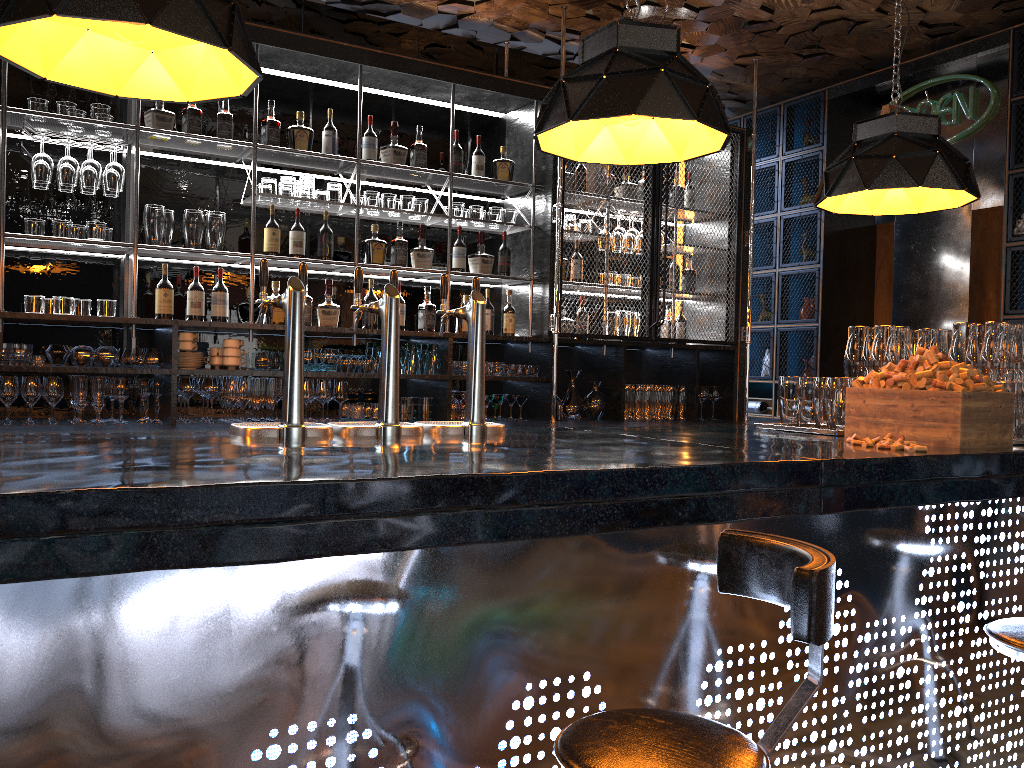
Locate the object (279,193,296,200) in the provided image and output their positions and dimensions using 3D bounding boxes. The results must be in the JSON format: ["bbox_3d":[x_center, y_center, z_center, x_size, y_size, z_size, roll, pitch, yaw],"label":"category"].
[{"bbox_3d":[-1.206,-1.044,4.769,0.089,0.092,0.089,2,1,32],"label":"object"}]

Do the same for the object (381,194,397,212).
[{"bbox_3d":[-0.707,-1.036,5.079,0.089,0.092,0.089,2,1,23],"label":"object"}]

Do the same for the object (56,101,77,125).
[{"bbox_3d":[-2.146,-1.304,4.273,0.089,0.092,0.089,2,1,28],"label":"object"}]

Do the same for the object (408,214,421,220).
[{"bbox_3d":[-0.583,-1.037,5.322,0.089,0.092,0.089,2,1,34],"label":"object"}]

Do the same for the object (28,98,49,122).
[{"bbox_3d":[-2.262,-1.306,4.232,0.089,0.092,0.089,2,1,28],"label":"object"}]

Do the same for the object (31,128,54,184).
[{"bbox_3d":[-2.206,-1.071,4.167,0.092,0.244,0.092,2,1,21],"label":"object"}]

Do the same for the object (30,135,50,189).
[{"bbox_3d":[-2.288,-1.075,4.310,0.092,0.244,0.092,2,1,21],"label":"object"}]

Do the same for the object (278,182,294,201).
[{"bbox_3d":[-1.256,-1.068,4.921,0.089,0.092,0.089,1,1,-4],"label":"object"}]

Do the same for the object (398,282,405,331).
[{"bbox_3d":[-0.668,-0.449,5.186,0.086,0.298,0.086,2,1,19],"label":"object"}]

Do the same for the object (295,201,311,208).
[{"bbox_3d":[-1.178,-1.047,4.995,0.089,0.092,0.089,1,1,-4],"label":"object"}]

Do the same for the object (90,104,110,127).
[{"bbox_3d":[-1.997,-1.301,4.301,0.089,0.092,0.089,2,1,28],"label":"object"}]

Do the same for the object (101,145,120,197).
[{"bbox_3d":[-2.017,-1.071,4.466,0.092,0.244,0.092,2,1,21],"label":"object"}]

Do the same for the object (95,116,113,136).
[{"bbox_3d":[-2.062,-1.305,4.475,0.089,0.092,0.089,2,1,28],"label":"object"}]

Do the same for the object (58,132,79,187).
[{"bbox_3d":[-2.111,-1.069,4.222,0.092,0.244,0.092,2,1,21],"label":"object"}]

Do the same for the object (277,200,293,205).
[{"bbox_3d":[-1.257,-1.047,4.921,0.089,0.092,0.089,1,1,-4],"label":"object"}]

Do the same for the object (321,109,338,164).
[{"bbox_3d":[-1.020,-1.388,4.961,0.086,0.298,0.086,2,1,19],"label":"object"}]

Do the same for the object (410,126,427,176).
[{"bbox_3d":[-0.549,-1.373,5.217,0.083,0.282,0.083,1,1,-30],"label":"object"}]

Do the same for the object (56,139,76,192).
[{"bbox_3d":[-2.193,-1.074,4.365,0.092,0.244,0.092,2,1,21],"label":"object"}]

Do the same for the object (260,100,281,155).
[{"bbox_3d":[-1.302,-1.386,4.784,0.083,0.282,0.083,1,1,-45],"label":"object"}]

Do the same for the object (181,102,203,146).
[{"bbox_3d":[-1.653,-1.385,4.582,0.083,0.282,0.083,1,1,-45],"label":"object"}]

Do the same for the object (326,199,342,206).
[{"bbox_3d":[-0.985,-1.040,4.906,0.089,0.092,0.089,1,1,-4],"label":"object"}]

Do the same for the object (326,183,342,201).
[{"bbox_3d":[-0.984,-1.060,4.906,0.089,0.092,0.089,1,1,-39],"label":"object"}]

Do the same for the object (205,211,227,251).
[{"bbox_3d":[-1.535,-0.783,4.600,0.105,0.209,0.105,2,1,15],"label":"object"}]

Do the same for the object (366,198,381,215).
[{"bbox_3d":[-0.813,-1.041,5.200,0.089,0.092,0.089,2,1,9],"label":"object"}]

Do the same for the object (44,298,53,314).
[{"bbox_3d":[-2.276,-0.374,4.379,0.089,0.092,0.089,2,1,32],"label":"object"}]

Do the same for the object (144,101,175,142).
[{"bbox_3d":[-1.790,-1.385,4.504,0.123,0.279,0.123,1,1,-41],"label":"object"}]

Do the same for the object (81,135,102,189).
[{"bbox_3d":[-2.025,-1.068,4.272,0.092,0.244,0.092,2,1,21],"label":"object"}]

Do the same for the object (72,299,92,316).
[{"bbox_3d":[-2.120,-0.370,4.370,0.089,0.092,0.089,1,1,-19],"label":"object"}]

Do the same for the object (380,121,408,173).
[{"bbox_3d":[-0.682,-1.373,5.125,0.123,0.279,0.123,1,1,-41],"label":"object"}]

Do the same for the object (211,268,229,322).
[{"bbox_3d":[-1.542,-0.464,4.683,0.086,0.298,0.086,2,1,19],"label":"object"}]

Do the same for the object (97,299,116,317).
[{"bbox_3d":[-1.997,-0.367,4.368,0.089,0.092,0.089,1,1,-19],"label":"object"}]

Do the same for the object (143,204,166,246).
[{"bbox_3d":[-1.793,-0.787,4.447,0.105,0.209,0.105,2,1,15],"label":"object"}]

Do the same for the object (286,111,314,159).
[{"bbox_3d":[-1.163,-1.365,4.864,0.151,0.248,0.094,1,1,-26],"label":"object"}]

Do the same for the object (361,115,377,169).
[{"bbox_3d":[-0.814,-1.386,5.073,0.086,0.298,0.086,2,1,19],"label":"object"}]

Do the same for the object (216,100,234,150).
[{"bbox_3d":[-1.509,-1.383,4.665,0.083,0.282,0.083,1,1,-15],"label":"object"}]

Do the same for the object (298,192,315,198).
[{"bbox_3d":[-1.124,-1.065,4.859,0.089,0.092,0.089,1,1,-41],"label":"object"}]

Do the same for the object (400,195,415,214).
[{"bbox_3d":[-0.603,-1.034,5.111,0.089,0.092,0.089,2,1,23],"label":"object"}]

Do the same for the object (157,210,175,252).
[{"bbox_3d":[-1.796,-0.790,4.579,0.105,0.209,0.105,2,1,15],"label":"object"}]

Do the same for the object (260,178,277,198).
[{"bbox_3d":[-1.296,-1.045,4.724,0.089,0.092,0.089,1,1,-4],"label":"object"}]

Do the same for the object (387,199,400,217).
[{"bbox_3d":[-0.694,-1.038,5.225,0.089,0.092,0.089,1,1,-31],"label":"object"}]

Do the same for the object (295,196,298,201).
[{"bbox_3d":[-1.177,-1.069,4.995,0.089,0.092,0.089,1,1,-4],"label":"object"}]

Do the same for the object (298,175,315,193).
[{"bbox_3d":[-1.124,-1.091,4.859,0.089,0.092,0.089,1,1,-34],"label":"object"}]

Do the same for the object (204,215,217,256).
[{"bbox_3d":[-1.579,-0.786,4.699,0.105,0.209,0.105,2,1,15],"label":"object"}]

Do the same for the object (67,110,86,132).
[{"bbox_3d":[-2.164,-1.307,4.403,0.089,0.092,0.089,1,1,-19],"label":"object"}]

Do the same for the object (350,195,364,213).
[{"bbox_3d":[-0.897,-1.042,5.144,0.089,0.092,0.089,2,1,12],"label":"object"}]

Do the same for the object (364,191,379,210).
[{"bbox_3d":[-0.796,-1.037,5.014,0.089,0.092,0.089,2,1,32],"label":"object"}]

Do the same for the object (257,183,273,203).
[{"bbox_3d":[-1.358,-1.049,4.877,0.089,0.092,0.089,2,1,32],"label":"object"}]

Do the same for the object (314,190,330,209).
[{"bbox_3d":[-1.075,-1.044,5.015,0.089,0.092,0.089,1,1,-41],"label":"object"}]

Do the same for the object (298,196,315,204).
[{"bbox_3d":[-1.125,-1.043,4.859,0.089,0.092,0.089,1,1,-41],"label":"object"}]

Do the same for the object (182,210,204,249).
[{"bbox_3d":[-1.641,-0.785,4.566,0.105,0.209,0.105,2,1,15],"label":"object"}]

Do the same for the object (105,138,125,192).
[{"bbox_3d":[-1.935,-1.066,4.324,0.092,0.244,0.092,2,1,21],"label":"object"}]

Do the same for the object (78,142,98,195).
[{"bbox_3d":[-2.107,-1.072,4.415,0.092,0.244,0.092,2,1,21],"label":"object"}]

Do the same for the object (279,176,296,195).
[{"bbox_3d":[-1.205,-1.064,4.768,0.089,0.092,0.089,2,1,12],"label":"object"}]

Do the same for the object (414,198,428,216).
[{"bbox_3d":[-0.535,-1.033,5.190,0.089,0.092,0.089,2,1,14],"label":"object"}]
